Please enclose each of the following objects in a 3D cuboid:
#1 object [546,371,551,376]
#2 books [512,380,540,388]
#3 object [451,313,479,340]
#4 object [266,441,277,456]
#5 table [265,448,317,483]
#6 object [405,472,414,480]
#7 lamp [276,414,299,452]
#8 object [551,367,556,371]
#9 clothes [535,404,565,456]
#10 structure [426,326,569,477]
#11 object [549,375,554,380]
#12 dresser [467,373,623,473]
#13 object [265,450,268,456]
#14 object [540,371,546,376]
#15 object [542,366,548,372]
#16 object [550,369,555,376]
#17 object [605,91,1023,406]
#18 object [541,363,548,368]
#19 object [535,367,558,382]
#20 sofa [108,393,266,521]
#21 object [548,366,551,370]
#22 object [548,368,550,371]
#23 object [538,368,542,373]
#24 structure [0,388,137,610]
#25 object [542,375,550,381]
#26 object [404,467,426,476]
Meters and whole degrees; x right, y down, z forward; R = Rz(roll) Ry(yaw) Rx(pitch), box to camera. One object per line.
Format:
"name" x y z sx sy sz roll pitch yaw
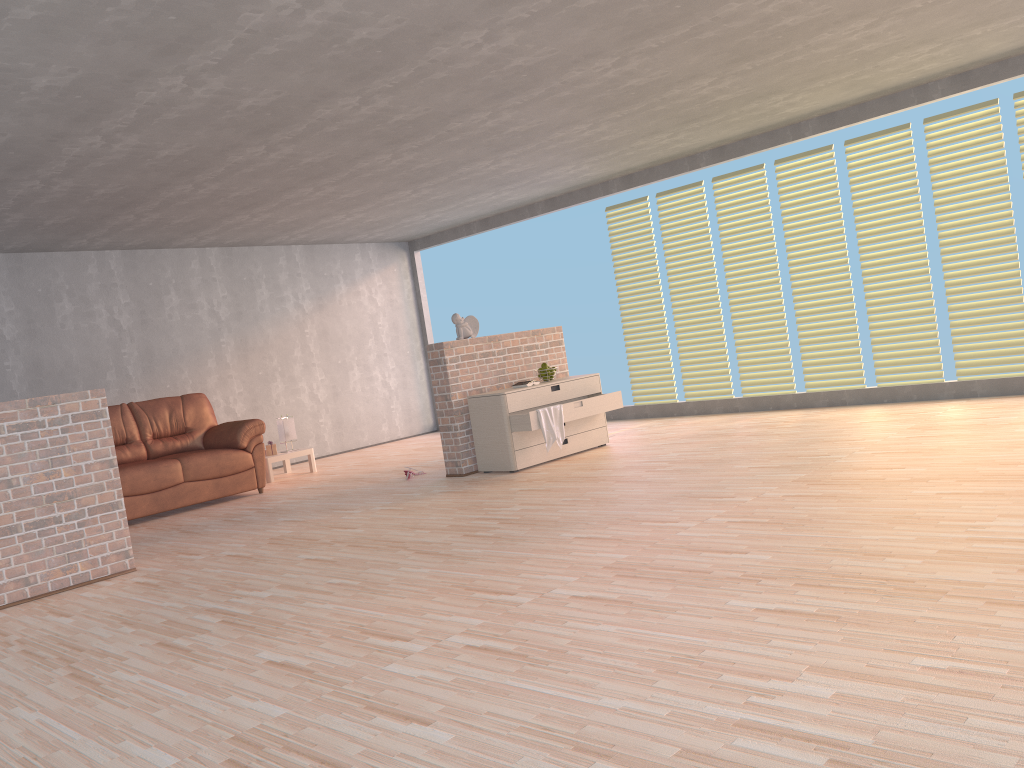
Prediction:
"object" 0.298 -0.089 7.271 0.038 0.040 0.039 -10 3 -37
"books" 0.111 -0.002 7.056 0.146 0.040 0.209 -7 3 35
"object" -0.386 -0.468 7.141 0.131 0.218 0.216 -6 3 44
"object" -2.378 0.631 8.761 0.099 0.147 0.102 -9 2 -17
"table" -2.345 0.817 8.875 0.548 0.241 0.548 -6 3 45
"object" -0.834 0.744 7.247 0.078 0.066 0.192 -9 2 -9
"lamp" -2.266 0.494 8.935 0.140 0.376 0.140 -6 3 45
"object" 0.345 -0.118 7.336 0.047 0.047 0.046 -9 2 -8
"clothes" 0.301 0.351 6.676 0.325 0.369 0.097 -11 3 -44
"structure" -0.039 0.110 7.431 0.211 1.057 1.422 -6 3 45
"object" 0.323 -0.056 7.338 0.048 0.048 0.046 -7 3 33
"dresser" 0.491 0.261 7.289 0.605 0.612 1.686 -6 3 45
"object" -2.472 0.669 8.764 0.080 0.105 0.152 -8 2 13
"object" 0.255 -0.086 7.279 0.046 0.044 0.046 -7 3 40
"object" 0.273 -0.122 7.267 0.046 0.045 0.046 -6 3 44
"object" 0.327 -0.096 7.299 0.057 0.057 0.057 -9 2 -12
"object" 2.676 -0.962 7.718 4.372 2.114 0.044 -6 3 45
"object" 0.268 -0.148 7.326 0.054 0.056 0.054 -6 3 45
"object" 0.289 -0.072 7.329 0.202 0.104 0.202 -7 3 38
"sofa" -3.244 0.625 7.388 0.981 0.923 2.202 -6 3 45
"object" 0.304 -0.125 7.351 0.039 0.043 0.043 -7 3 30
"object" 0.290 -0.114 7.303 0.039 0.038 0.039 -9 2 -16
"object" 0.238 -0.107 7.320 0.049 0.053 0.054 -9 2 -15
"structure" -2.784 0.648 4.609 0.211 1.057 1.422 -6 3 45
"object" 0.281 -0.053 7.302 0.060 0.055 0.059 -9 2 0
"object" -0.814 0.723 7.427 0.188 0.085 0.069 -9 2 -6
